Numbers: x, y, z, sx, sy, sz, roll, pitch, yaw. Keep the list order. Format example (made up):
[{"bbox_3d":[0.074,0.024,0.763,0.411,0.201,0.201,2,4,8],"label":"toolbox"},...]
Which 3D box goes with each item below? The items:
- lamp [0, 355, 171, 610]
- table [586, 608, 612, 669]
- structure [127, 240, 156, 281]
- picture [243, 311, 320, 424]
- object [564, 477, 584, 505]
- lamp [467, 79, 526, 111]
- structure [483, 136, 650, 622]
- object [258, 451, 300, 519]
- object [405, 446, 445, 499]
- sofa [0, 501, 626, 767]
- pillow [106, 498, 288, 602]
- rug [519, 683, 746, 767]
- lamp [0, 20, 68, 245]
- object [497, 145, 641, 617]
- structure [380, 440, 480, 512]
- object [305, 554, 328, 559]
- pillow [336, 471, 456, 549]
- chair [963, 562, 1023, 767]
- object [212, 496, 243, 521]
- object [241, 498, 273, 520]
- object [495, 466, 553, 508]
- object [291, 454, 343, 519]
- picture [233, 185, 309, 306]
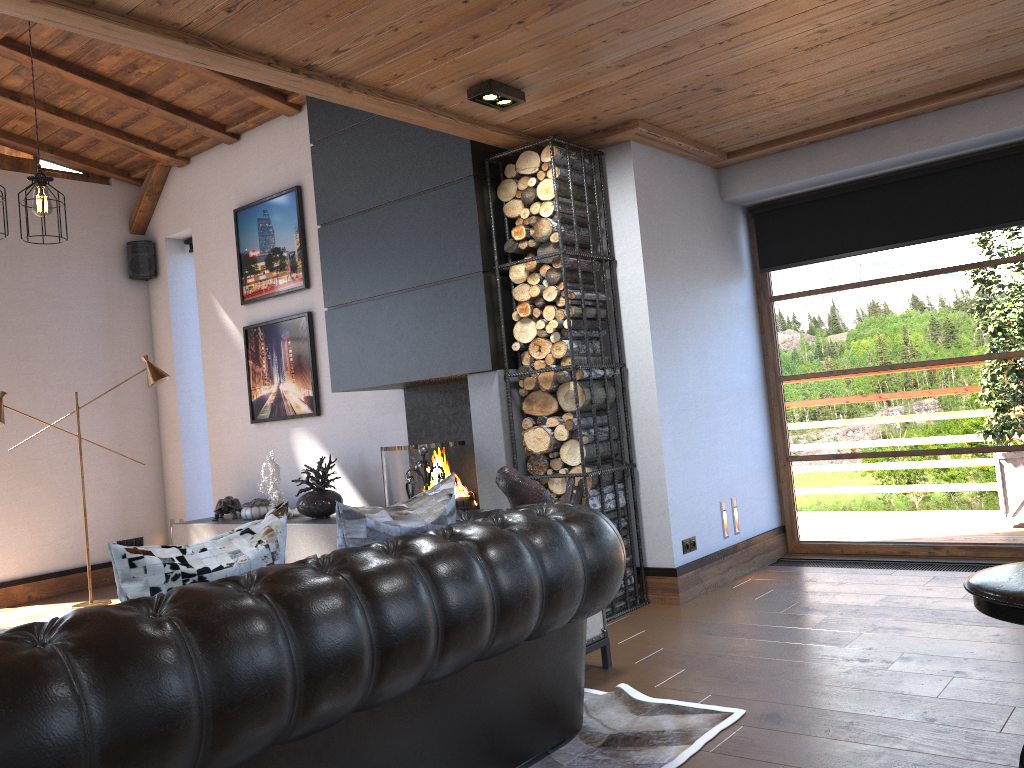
[{"bbox_3d":[-3.300,0.759,6.823,1.337,1.900,0.521,-4,-3,-30],"label":"lamp"},{"bbox_3d":[0.130,0.961,3.853,0.400,0.609,0.422,-8,-3,39],"label":"table"},{"bbox_3d":[-3.456,-1.154,8.276,0.211,0.349,0.216,-8,-3,39],"label":"structure"},{"bbox_3d":[-1.869,-0.115,7.136,0.868,0.816,0.036,-7,-3,39],"label":"picture"},{"bbox_3d":[0.272,0.895,4.713,0.265,0.795,0.266,-7,-3,22],"label":"object"},{"bbox_3d":[-0.074,-1.381,4.221,0.153,0.068,0.264,-7,-3,39],"label":"lamp"},{"bbox_3d":[0.310,-0.021,5.058,0.495,2.618,0.518,-8,-3,39],"label":"structure"},{"bbox_3d":[-1.782,0.761,6.651,0.258,0.532,0.428,-6,-3,8],"label":"object"},{"bbox_3d":[-0.462,0.861,5.048,0.308,1.018,0.306,-5,-3,-6],"label":"object"},{"bbox_3d":[-0.697,0.875,2.485,1.224,0.839,2.597,-7,-3,38],"label":"sofa"},{"bbox_3d":[-0.814,0.568,2.315,0.280,0.469,0.535,-8,-3,42],"label":"pillow"},{"bbox_3d":[-1.357,1.329,2.335,2.401,0.053,4.093,-7,-3,40],"label":"rug"},{"bbox_3d":[-2.401,-1.731,3.787,0.259,2.203,0.811,-7,-3,30],"label":"lamp"},{"bbox_3d":[0.311,-0.014,5.069,0.487,2.613,0.472,-8,-3,39],"label":"object"},{"bbox_3d":[-0.541,0.635,5.590,0.970,0.514,0.186,-7,-3,39],"label":"structure"},{"bbox_3d":[-1.138,1.243,5.484,0.388,0.431,0.380,-4,-3,-25],"label":"object"},{"bbox_3d":[-0.381,0.545,2.849,0.280,0.469,0.535,-8,-3,42],"label":"pillow"},{"bbox_3d":[1.186,0.742,1.770,0.435,0.717,0.446,-8,-3,43],"label":"chair"},{"bbox_3d":[-2.303,1.000,7.166,0.227,0.183,0.404,-5,-2,-7],"label":"object"},{"bbox_3d":[-1.986,0.973,6.937,0.277,0.161,0.262,-8,-3,41],"label":"object"},{"bbox_3d":[0.063,0.509,3.863,0.249,0.319,0.149,-5,-3,-10],"label":"object"},{"bbox_3d":[-1.405,0.744,6.432,0.337,0.455,0.338,-4,-3,-26],"label":"object"},{"bbox_3d":[-1.965,-1.105,7.183,0.868,0.816,0.036,-7,-3,39],"label":"picture"}]
